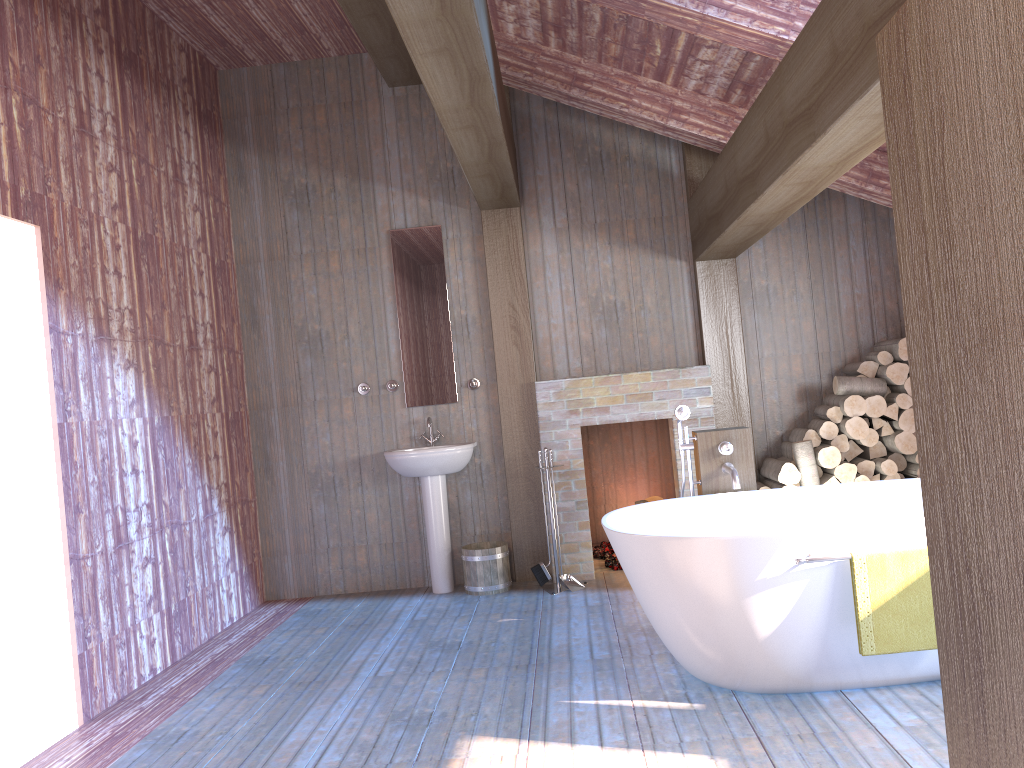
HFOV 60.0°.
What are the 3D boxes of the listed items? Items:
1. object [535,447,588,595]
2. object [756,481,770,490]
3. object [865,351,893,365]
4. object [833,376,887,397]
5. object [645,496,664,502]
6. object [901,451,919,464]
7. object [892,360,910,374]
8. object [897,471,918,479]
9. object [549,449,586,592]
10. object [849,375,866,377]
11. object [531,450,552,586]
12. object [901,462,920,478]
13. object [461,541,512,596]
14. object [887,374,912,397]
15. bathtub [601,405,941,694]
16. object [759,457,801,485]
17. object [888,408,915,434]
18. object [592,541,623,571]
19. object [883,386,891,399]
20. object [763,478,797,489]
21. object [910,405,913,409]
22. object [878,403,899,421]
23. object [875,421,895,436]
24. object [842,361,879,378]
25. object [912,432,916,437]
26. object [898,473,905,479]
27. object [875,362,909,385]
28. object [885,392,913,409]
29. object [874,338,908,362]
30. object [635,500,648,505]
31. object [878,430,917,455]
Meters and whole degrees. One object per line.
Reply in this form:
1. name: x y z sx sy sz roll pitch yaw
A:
1. object: 0.228 0.840 5.576 0.333 0.888 0.276 -5 -1 -45
2. object: 1.586 0.680 5.613 0.101 0.103 0.242 -5 -1 4
3. object: 2.284 -0.159 5.518 0.094 0.097 0.227 -5 -1 4
4. object: 2.130 0.015 5.434 0.302 0.157 0.121 -5 -1 4
5. object: 1.044 1.027 6.323 0.140 0.459 0.266 -6 -1 21
6. object: 2.487 0.433 5.487 0.114 0.113 0.301 -5 -1 1
7. object: 2.460 -0.124 5.519 0.141 0.143 0.437 -5 -1 2
8. object: 2.414 0.605 5.512 0.115 0.112 0.423 -5 -1 4
9. object: 0.300 0.835 5.508 0.126 0.871 0.206 -5 -1 -44
10. object: 2.167 0.010 5.630 0.113 0.130 0.291 -5 -1 4
11. object: 0.154 0.837 5.529 0.136 0.846 0.062 -5 -1 -15
12. object: 2.499 0.541 5.481 0.116 0.117 0.289 -5 -1 1
13. object: -0.163 1.177 5.673 0.309 0.290 0.308 -6 -1 14
14. object: 2.433 0.015 5.519 0.143 0.151 0.440 -5 -1 4
15. bathtub: 1.354 0.600 3.681 1.935 1.109 1.460 -6 -1 25
16. object: 1.676 0.544 5.567 0.139 0.137 0.455 -5 -1 2
17. object: 2.396 0.226 5.519 0.136 0.157 0.439 -5 -1 4
18. object: 0.967 1.199 6.418 0.829 0.085 0.935 -5 -1 -14
19. object: 2.291 0.046 5.623 0.121 0.124 0.291 -5 -1 4
20. object: 1.683 0.674 5.554 0.137 0.133 0.437 -5 -1 2
21. object: 2.439 0.141 5.495 0.095 0.090 0.278 -5 -1 5
22. object: 2.279 0.179 5.522 0.109 0.124 0.424 -5 -1 3
23. object: 2.293 0.269 5.528 0.085 0.096 0.280 -5 -1 4
24. object: 2.212 -0.080 5.629 0.140 0.121 0.319 -5 -1 5
25. object: 2.476 0.307 5.500 0.111 0.118 0.302 -5 -1 3
26. object: 2.381 0.572 5.502 0.054 0.056 0.146 -5 -1 4
27. object: 2.328 -0.064 5.544 0.139 0.148 0.458 -5 -1 4
28. object: 2.361 0.100 5.518 0.102 0.109 0.438 -5 -1 4
29. object: 2.401 -0.210 5.541 0.135 0.139 0.456 -5 -1 4
30. object: 0.922 1.021 6.102 0.098 0.434 0.283 -5 -1 2
31. object: 2.365 0.354 5.519 0.141 0.143 0.437 -5 -1 2
